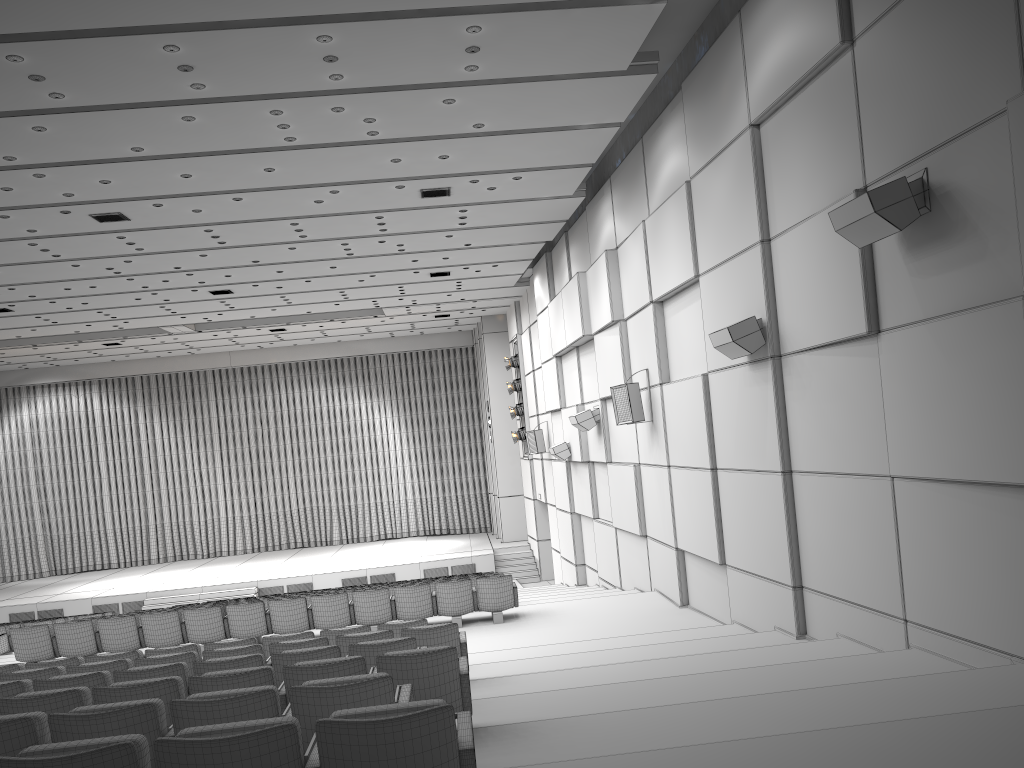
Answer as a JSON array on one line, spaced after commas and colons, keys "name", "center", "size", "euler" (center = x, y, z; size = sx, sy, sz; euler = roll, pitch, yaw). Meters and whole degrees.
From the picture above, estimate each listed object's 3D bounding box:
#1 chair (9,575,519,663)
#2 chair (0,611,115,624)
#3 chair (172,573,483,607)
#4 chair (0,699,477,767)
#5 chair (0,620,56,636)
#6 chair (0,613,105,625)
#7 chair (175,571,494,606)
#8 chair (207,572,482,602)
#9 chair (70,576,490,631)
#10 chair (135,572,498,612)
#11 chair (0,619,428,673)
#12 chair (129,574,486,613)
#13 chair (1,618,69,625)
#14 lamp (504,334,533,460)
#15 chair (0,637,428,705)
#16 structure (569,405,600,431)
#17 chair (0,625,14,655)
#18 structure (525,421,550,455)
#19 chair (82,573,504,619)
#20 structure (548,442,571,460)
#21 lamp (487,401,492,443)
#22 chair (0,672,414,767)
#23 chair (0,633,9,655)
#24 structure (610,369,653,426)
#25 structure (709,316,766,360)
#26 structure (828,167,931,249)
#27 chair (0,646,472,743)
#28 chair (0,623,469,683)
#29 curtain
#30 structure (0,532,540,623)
[{"name": "chair", "center": [-3.204, 3.174, 11.864], "size": [6.597, 0.621, 0.613], "euler": [-5, -2, -4]}, {"name": "chair", "center": [-11.514, 5.475, 19.007], "size": [6.047, 0.621, 0.613], "euler": [-5, -2, -4]}, {"name": "chair", "center": [-3.503, 4.301, 17.358], "size": [6.047, 0.621, 0.613], "euler": [-5, -2, -4]}, {"name": "chair", "center": [-6.961, 2.067, 2.856], "size": [13.743, 0.621, 0.613], "euler": [-5, -2, -4]}, {"name": "chair", "center": [-11.376, 4.802, 15.701], "size": [6.597, 0.621, 0.613], "euler": [-5, -2, -4]}, {"name": "chair", "center": [-11.503, 5.253, 17.899], "size": [6.597, 0.621, 0.613], "euler": [-5, -2, -4]}, {"name": "chair", "center": [-3.584, 4.528, 18.456], "size": [6.597, 0.621, 0.613], "euler": [-5, -2, -4]}, {"name": "chair", "center": [-3.595, 4.749, 19.564], "size": [6.047, 0.621, 0.613], "euler": [-5, -2, -4]}, {"name": "chair", "center": [-3.251, 3.398, 12.964], "size": [6.047, 0.621, 0.613], "euler": [-5, -2, -4]}, {"name": "chair", "center": [-3.457, 4.077, 16.259], "size": [6.597, 0.621, 0.613], "euler": [-5, -2, -4]}, {"name": "chair", "center": [-7.304, 3.197, 8.347], "size": [13.194, 0.621, 0.613], "euler": [-5, -2, -4]}, {"name": "chair", "center": [-3.377, 3.849, 15.161], "size": [6.047, 0.621, 0.613], "euler": [-5, -2, -4]}, {"name": "chair", "center": [-11.422, 5.026, 16.801], "size": [6.047, 0.621, 0.613], "euler": [-5, -2, -4]}, {"name": "lamp", "center": [0.260, 0.372, 23.745], "size": [0.755, 3.339, 1.023], "euler": [-6, 0, -8]}, {"name": "chair", "center": [-7.177, 2.746, 6.150], "size": [13.194, 0.621, 0.613], "euler": [-5, -2, -4]}, {"name": "structure", "center": [1.266, 0.605, 15.291], "size": [0.470, 0.417, 0.521], "euler": [-5, -2, -8]}, {"name": "chair", "center": [-11.296, 4.575, 14.604], "size": [6.047, 0.621, 0.613], "euler": [-5, -2, -4]}, {"name": "structure", "center": [0.608, 1.255, 20.556], "size": [0.410, 0.744, 0.409], "euler": [-6, -1, 43]}, {"name": "chair", "center": [-3.331, 3.625, 14.061], "size": [6.597, 0.621, 0.613], "euler": [-5, -2, -4]}, {"name": "structure", "center": [1.009, 1.326, 17.811], "size": [0.470, 0.417, 0.521], "euler": [-5, -2, -7]}, {"name": "lamp", "center": [-0.508, 1.126, 26.258], "size": [0.436, 1.477, 0.386], "euler": [-6, 0, -8]}, {"name": "chair", "center": [-7.051, 2.295, 3.952], "size": [13.194, 0.621, 0.613], "euler": [-5, -2, -4]}, {"name": "chair", "center": [-11.250, 4.351, 13.504], "size": [6.597, 0.621, 0.613], "euler": [-5, -2, -4]}, {"name": "structure", "center": [1.655, 0.183, 12.225], "size": [0.410, 0.744, 0.409], "euler": [-6, -1, 43]}, {"name": "structure", "center": [2.225, -0.470, 8.578], "size": [0.470, 0.417, 0.521], "euler": [-5, -2, -7]}, {"name": "structure", "center": [2.519, -1.194, 6.066], "size": [0.470, 0.417, 0.521], "euler": [-5, -2, -8]}, {"name": "chair", "center": [-7.087, 2.518, 5.053], "size": [13.743, 0.621, 0.613], "euler": [-5, -2, -4]}, {"name": "chair", "center": [-7.214, 2.969, 7.250], "size": [13.743, 0.621, 0.613], "euler": [-5, -2, -4]}, {"name": "curtain", "center": [-8.637, 2.366, 29.114], "size": [16.123, 6.519, 1.430], "euler": [-5, 0, -4]}, {"name": "structure", "center": [-8.018, 5.813, 26.015], "size": [17.811, 0.845, 8.333], "euler": [-5, -4, -4]}]
